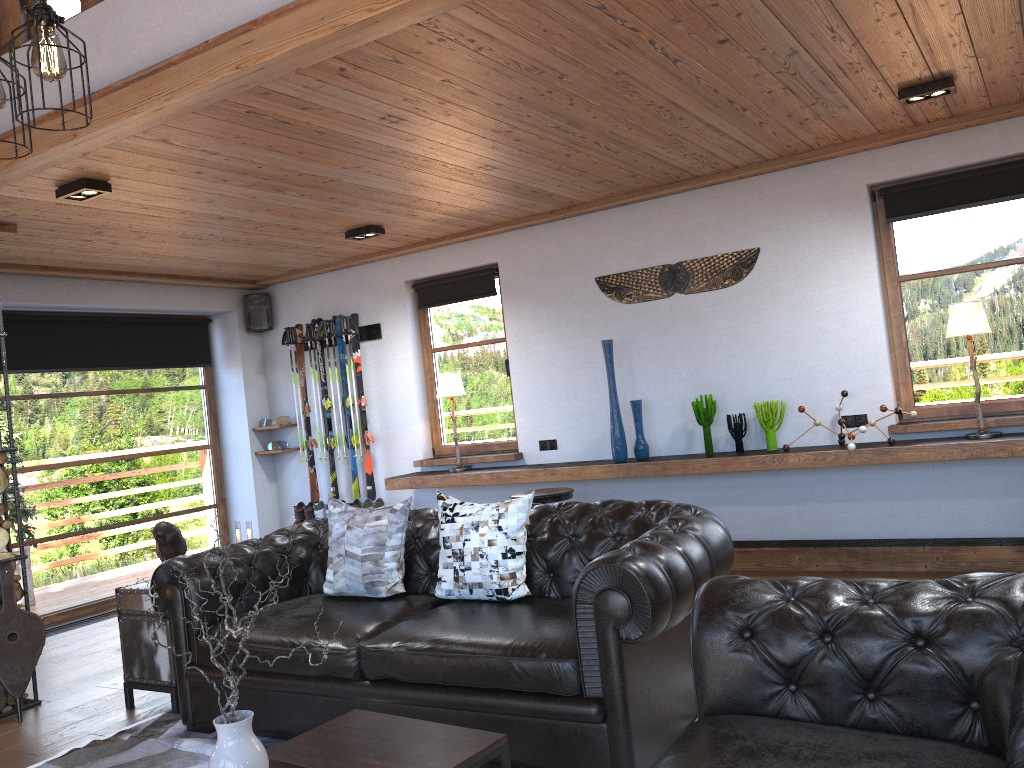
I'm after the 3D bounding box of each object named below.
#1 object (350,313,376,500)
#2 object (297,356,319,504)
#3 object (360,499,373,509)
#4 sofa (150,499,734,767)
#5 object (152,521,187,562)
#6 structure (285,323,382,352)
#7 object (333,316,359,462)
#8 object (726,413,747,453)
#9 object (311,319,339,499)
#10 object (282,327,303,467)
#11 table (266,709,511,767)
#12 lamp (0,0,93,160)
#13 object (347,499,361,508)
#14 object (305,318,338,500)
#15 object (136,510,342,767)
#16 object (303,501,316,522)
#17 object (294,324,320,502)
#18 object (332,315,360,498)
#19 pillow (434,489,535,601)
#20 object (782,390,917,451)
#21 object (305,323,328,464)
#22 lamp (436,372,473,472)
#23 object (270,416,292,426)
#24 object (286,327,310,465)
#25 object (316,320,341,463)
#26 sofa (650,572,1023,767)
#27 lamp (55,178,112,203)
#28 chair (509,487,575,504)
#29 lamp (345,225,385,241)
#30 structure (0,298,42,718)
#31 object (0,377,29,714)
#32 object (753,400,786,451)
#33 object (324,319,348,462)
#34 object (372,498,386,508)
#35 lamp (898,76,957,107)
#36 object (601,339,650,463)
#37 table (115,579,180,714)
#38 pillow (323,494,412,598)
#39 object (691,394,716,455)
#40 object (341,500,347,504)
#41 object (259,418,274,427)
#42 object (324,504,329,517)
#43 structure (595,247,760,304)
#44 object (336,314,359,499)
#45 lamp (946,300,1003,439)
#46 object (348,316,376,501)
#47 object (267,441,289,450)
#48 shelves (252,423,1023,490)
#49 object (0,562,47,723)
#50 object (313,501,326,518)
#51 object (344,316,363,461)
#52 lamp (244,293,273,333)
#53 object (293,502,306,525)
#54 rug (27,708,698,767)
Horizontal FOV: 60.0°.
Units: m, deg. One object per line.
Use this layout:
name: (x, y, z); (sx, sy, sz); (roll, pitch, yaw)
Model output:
object: (-1.252, 0.187, 7.606); (0.094, 1.607, 0.116); (-7, -2, 32)
object: (-1.888, 0.280, 8.008); (0.094, 1.607, 0.116); (-7, -2, 32)
object: (-1.231, 1.110, 7.491); (0.115, 0.270, 0.254); (-7, -2, 27)
sofa: (-0.288, 1.023, 3.958); (2.537, 0.838, 1.253); (-7, -1, 31)
object: (-1.748, 0.852, 4.547); (0.150, 0.319, 0.246); (-6, -1, -17)
structure: (-1.645, -0.400, 7.817); (1.039, 0.135, 0.322); (-7, -1, 31)
object: (-1.411, 0.048, 7.527); (0.121, 1.250, 0.059); (-6, -2, -2)
object: (1.513, 0.330, 5.947); (0.129, 0.261, 0.123); (-6, -2, 2)
object: (-1.679, 0.224, 7.908); (0.072, 1.622, 0.112); (-7, -2, 31)
object: (-1.937, 0.112, 7.854); (0.058, 1.250, 0.122); (-7, -2, 14)
table: (-0.371, 1.247, 2.630); (0.642, 0.350, 0.405); (-7, -2, 36)
lamp: (-1.607, -1.679, 2.427); (0.796, 2.202, 0.264); (-7, -2, 22)
object: (-1.358, 1.126, 7.601); (0.255, 0.270, 0.115); (-5, -2, -43)
object: (-1.668, 0.221, 7.805); (0.103, 1.622, 0.257); (-7, -2, 28)
object: (-0.708, 0.694, 2.226); (0.612, 0.808, 0.411); (-8, -2, 43)
object: (-1.799, 1.180, 7.837); (0.115, 0.270, 0.254); (-7, -2, 37)
object: (-1.814, 0.256, 7.949); (0.094, 1.607, 0.116); (-7, -2, 32)
object: (-1.476, 0.200, 7.820); (0.072, 1.622, 0.112); (-7, -2, 31)
pillow: (-0.130, 0.692, 3.909); (0.522, 0.469, 0.286); (-7, -2, 34)
object: (2.084, 0.214, 5.519); (0.527, 0.349, 0.639); (-6, -1, -31)
object: (-1.732, 0.088, 7.816); (0.120, 1.250, 0.059); (-7, -2, 13)
lamp: (-0.314, 0.636, 7.258); (0.243, 1.482, 0.640); (-7, -2, 35)
object: (-2.125, 0.339, 8.179); (0.158, 0.084, 0.191); (-7, -1, 30)
object: (-1.928, 0.112, 7.936); (0.120, 1.250, 0.059); (-7, -2, 13)
object: (-1.582, 0.069, 7.647); (0.121, 1.250, 0.059); (-6, -2, -12)
sofa: (0.476, 0.890, 1.208); (1.225, 0.838, 2.594); (-7, -1, 31)
lamp: (-2.227, -1.011, 4.604); (0.258, 0.068, 0.157); (-7, -1, 31)
chair: (0.238, 1.075, 5.935); (0.436, 0.717, 0.446); (-7, -2, 36)
lamp: (-1.073, -1.107, 6.468); (0.258, 0.068, 0.157); (-7, -1, 31)
structure: (-2.992, 0.443, 4.679); (0.506, 2.618, 0.507); (-7, -2, 32)
object: (-3.003, 0.451, 4.678); (0.461, 2.612, 0.499); (-7, -2, 31)
object: (1.702, 0.273, 5.846); (0.183, 0.332, 0.198); (-6, -1, -9)
object: (-1.536, 0.064, 7.696); (0.120, 1.250, 0.059); (-7, -2, 13)
object: (-1.125, 1.097, 7.426); (0.115, 0.270, 0.254); (-7, -2, 27)
lamp: (2.116, -1.496, 4.518); (0.258, 0.068, 0.157); (-7, -1, 31)
object: (0.794, 0.111, 6.239); (0.275, 0.862, 0.111); (-6, -2, -13)
table: (-1.712, 1.308, 4.555); (0.413, 0.609, 0.410); (-7, -2, 32)
pillow: (-0.701, 0.761, 4.257); (0.522, 0.469, 0.286); (-7, -2, 34)
object: (1.316, 0.279, 6.005); (0.159, 0.410, 0.146); (-6, -2, 0)
object: (-1.488, 1.142, 7.643); (0.255, 0.270, 0.115); (-5, -2, -38)
object: (-2.275, 0.357, 8.270); (0.187, 0.084, 0.161); (-7, -1, 30)
object: (-1.586, 1.154, 7.725); (0.115, 0.270, 0.254); (-7, -2, 37)
structure: (1.131, -0.734, 6.229); (1.234, 0.240, 0.099); (-7, -2, 31)
object: (-1.419, 0.192, 7.773); (0.072, 1.622, 0.112); (-7, -2, 31)
lamp: (2.799, 0.256, 5.327); (0.244, 1.482, 0.638); (-7, -2, 24)
object: (-1.326, 0.211, 7.665); (0.094, 1.607, 0.116); (-7, -2, 32)
object: (-2.183, 0.567, 8.221); (0.190, 0.084, 0.348); (-6, -1, -22)
shelves: (0.487, 0.557, 6.576); (6.567, 0.989, 0.619); (-7, -2, 32)
object: (-2.581, 1.321, 4.573); (0.262, 0.795, 0.269); (-7, -2, 15)
object: (-1.696, 1.167, 7.774); (0.115, 0.270, 0.254); (-7, -2, 37)
object: (-1.316, 0.038, 7.576); (0.121, 1.250, 0.059); (-6, -2, -7)
lamp: (-2.371, -0.663, 8.285); (0.211, 0.349, 0.216); (-7, -2, 32)
object: (-1.897, 1.192, 7.900); (0.115, 0.270, 0.254); (-7, -1, 22)
rug: (-0.046, 1.379, 3.272); (3.997, 0.053, 2.459); (-7, -1, 32)
